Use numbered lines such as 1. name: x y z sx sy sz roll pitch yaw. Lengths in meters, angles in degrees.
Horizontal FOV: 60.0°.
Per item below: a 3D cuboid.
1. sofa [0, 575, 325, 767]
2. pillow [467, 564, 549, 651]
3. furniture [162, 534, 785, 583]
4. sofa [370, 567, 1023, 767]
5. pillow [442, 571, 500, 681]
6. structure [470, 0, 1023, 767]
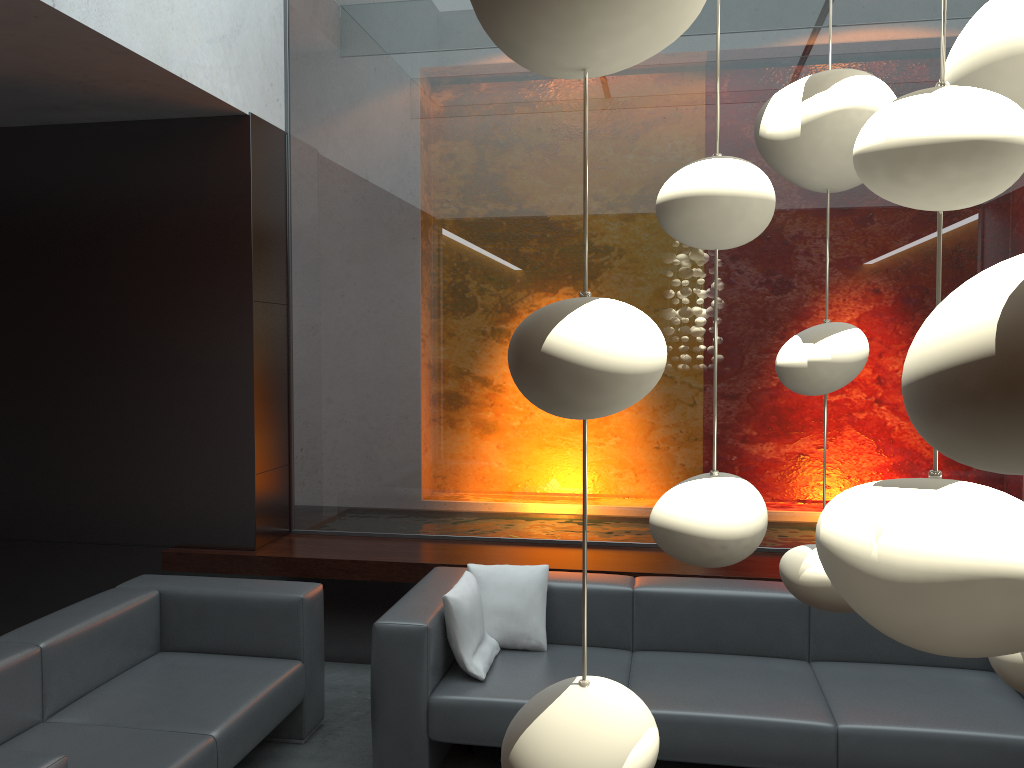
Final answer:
1. sofa: -1.480 1.253 3.184 0.943 0.652 2.025 0 2 10
2. pillow: -0.025 0.997 3.974 0.376 0.361 0.169 0 2 8
3. furniture: 1.059 0.991 4.687 6.000 0.109 0.600 0 2 10
4. sofa: 0.872 1.231 3.679 2.781 0.652 0.943 0 2 10
5. pillow: -0.171 1.008 3.728 0.186 0.358 0.376 0 2 9
6. structure: 0.299 -0.529 0.447 1.002 1.529 1.002 -1 3 -31
